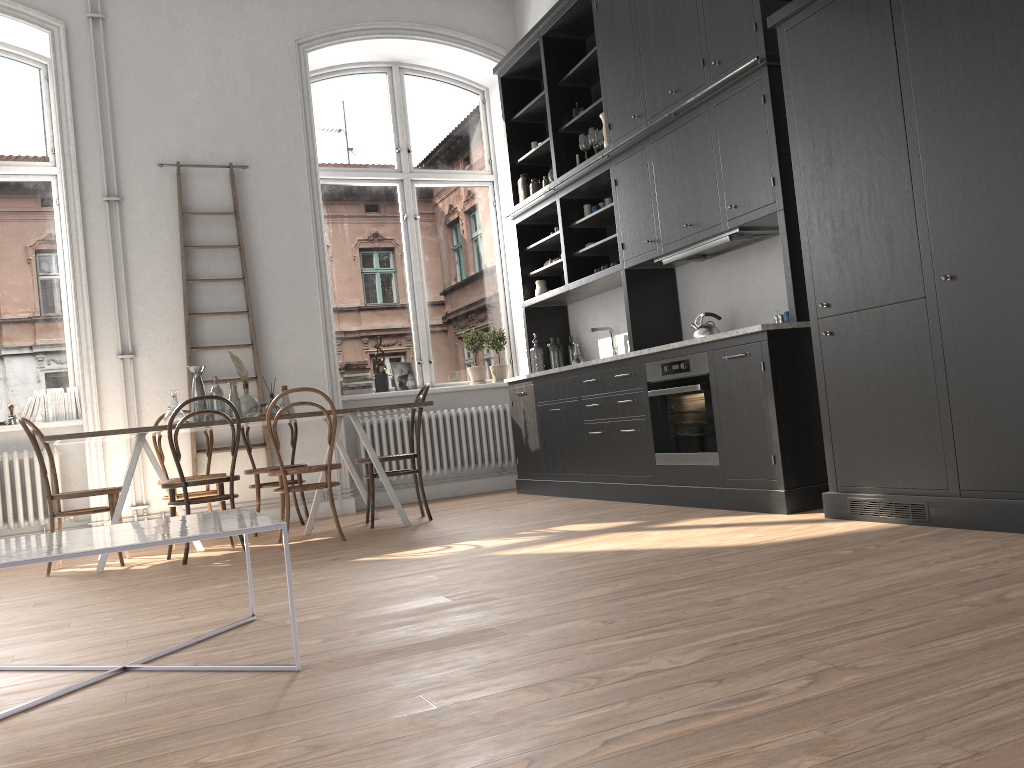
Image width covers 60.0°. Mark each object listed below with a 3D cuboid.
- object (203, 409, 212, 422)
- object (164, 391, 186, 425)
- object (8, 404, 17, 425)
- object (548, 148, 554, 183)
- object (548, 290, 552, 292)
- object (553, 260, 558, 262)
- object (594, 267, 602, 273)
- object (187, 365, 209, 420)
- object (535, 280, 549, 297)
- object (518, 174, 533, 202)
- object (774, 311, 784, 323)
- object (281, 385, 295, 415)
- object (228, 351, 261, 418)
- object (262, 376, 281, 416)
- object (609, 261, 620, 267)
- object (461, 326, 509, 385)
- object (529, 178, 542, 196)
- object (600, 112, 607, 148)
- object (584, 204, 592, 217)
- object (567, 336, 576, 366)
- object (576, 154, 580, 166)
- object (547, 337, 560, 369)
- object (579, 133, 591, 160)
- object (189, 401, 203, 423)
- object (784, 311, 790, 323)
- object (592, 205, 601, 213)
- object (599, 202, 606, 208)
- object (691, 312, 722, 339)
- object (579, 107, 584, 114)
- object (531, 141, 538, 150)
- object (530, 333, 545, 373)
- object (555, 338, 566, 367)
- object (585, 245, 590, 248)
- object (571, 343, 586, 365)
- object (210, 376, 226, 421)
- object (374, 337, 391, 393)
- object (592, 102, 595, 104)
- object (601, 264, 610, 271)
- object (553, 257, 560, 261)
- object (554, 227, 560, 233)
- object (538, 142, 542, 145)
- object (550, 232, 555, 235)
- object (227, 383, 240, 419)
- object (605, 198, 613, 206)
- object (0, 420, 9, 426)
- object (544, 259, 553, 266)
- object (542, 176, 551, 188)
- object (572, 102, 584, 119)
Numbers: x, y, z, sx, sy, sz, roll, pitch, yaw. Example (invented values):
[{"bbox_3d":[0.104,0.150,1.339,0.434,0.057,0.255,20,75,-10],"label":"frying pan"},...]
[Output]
[{"bbox_3d":[-1.904,0.202,5.541,0.058,0.094,0.058,-6,-2,4],"label":"object"},{"bbox_3d":[-2.069,0.152,5.436,0.132,0.219,0.132,-5,-2,-35],"label":"object"},{"bbox_3d":[-3.607,0.222,6.396,0.088,0.153,0.048,-7,-2,36],"label":"object"},{"bbox_3d":[0.335,-1.719,6.841,0.134,0.357,0.134,-7,-2,21],"label":"object"},{"bbox_3d":[0.383,-0.741,7.208,0.180,0.037,0.180,-4,-3,-39],"label":"object"},{"bbox_3d":[0.361,-0.984,7.201,0.056,0.033,0.058,-8,-3,40],"label":"object"},{"bbox_3d":[0.640,-0.814,6.416,0.088,0.059,0.104,-4,-3,-36],"label":"object"},{"bbox_3d":[-2.022,0.077,5.727,0.116,0.383,0.116,-6,-2,-13],"label":"object"},{"bbox_3d":[0.250,-0.778,7.325,0.116,0.144,0.127,-8,-3,44],"label":"object"},{"bbox_3d":[0.122,-1.615,7.353,0.118,0.238,0.118,-4,-3,-39],"label":"object"},{"bbox_3d":[1.516,-0.358,5.027,0.040,0.116,0.080,-5,-2,-19],"label":"object"},{"bbox_3d":[-1.505,0.116,5.904,0.101,0.211,0.101,-7,-2,15],"label":"object"},{"bbox_3d":[-1.699,0.009,5.657,0.156,0.446,0.157,-6,-2,-6],"label":"object"},{"bbox_3d":[-1.569,0.083,5.795,0.106,0.283,0.107,-5,-2,-29],"label":"object"},{"bbox_3d":[0.739,-0.831,6.227,0.104,0.059,0.088,-5,-2,-16],"label":"object"},{"bbox_3d":[-0.238,-0.259,8.005,0.500,0.524,0.234,-4,-2,-35],"label":"object"},{"bbox_3d":[0.202,-1.587,7.229,0.114,0.155,0.114,-5,-2,-21],"label":"object"},{"bbox_3d":[0.664,-1.737,6.126,0.094,0.267,0.116,-7,-2,18],"label":"object"},{"bbox_3d":[0.581,-1.280,6.689,0.059,0.135,0.082,-7,-2,34],"label":"object"},{"bbox_3d":[0.499,-0.249,7.342,0.086,0.301,0.086,-7,-2,21],"label":"object"},{"bbox_3d":[0.498,-1.645,6.647,0.123,0.161,0.123,-5,-2,-16],"label":"object"},{"bbox_3d":[0.343,-0.234,7.301,0.086,0.301,0.086,-4,-2,-39],"label":"object"},{"bbox_3d":[0.532,-1.689,6.401,0.083,0.221,0.083,-6,-2,7],"label":"object"},{"bbox_3d":[-2.001,0.183,5.604,0.083,0.158,0.083,-5,-2,-29],"label":"object"},{"bbox_3d":[1.544,-0.355,4.914,0.140,0.093,0.082,-4,-3,-34],"label":"object"},{"bbox_3d":[0.626,-1.268,6.581,0.082,0.093,0.140,-7,-3,31],"label":"object"},{"bbox_3d":[0.679,-1.292,6.675,0.082,0.135,0.059,-6,-2,4],"label":"object"},{"bbox_3d":[1.196,-0.349,5.466,0.171,0.186,0.171,-5,-2,-13],"label":"object"},{"bbox_3d":[0.531,-2.008,6.630,0.053,0.125,0.041,-7,-2,33],"label":"object"},{"bbox_3d":[0.197,-1.947,7.414,0.059,0.135,0.082,-6,-2,4],"label":"object"},{"bbox_3d":[0.206,-0.246,7.312,0.109,0.349,0.109,-4,-3,-43],"label":"object"},{"bbox_3d":[0.398,-0.236,7.412,0.086,0.301,0.086,-6,-2,-10],"label":"object"},{"bbox_3d":[-2.078,0.144,5.996,5.825,1.842,0.792,-5,-2,-19],"label":"object"},{"bbox_3d":[0.536,-0.219,7.217,0.132,0.219,0.120,-5,-2,-24],"label":"object"},{"bbox_3d":[-1.883,0.101,5.664,0.086,0.301,0.086,-4,-2,-39],"label":"object"},{"bbox_3d":[-1.129,-0.165,7.597,0.122,0.488,0.102,-6,-2,0],"label":"object"},{"bbox_3d":[0.628,-2.042,6.707,0.065,0.177,0.084,-6,-2,-2],"label":"object"},{"bbox_3d":[0.679,-0.822,6.310,0.104,0.059,0.088,-8,-3,44],"label":"object"},{"bbox_3d":[0.359,-1.004,7.202,0.055,0.047,0.058,-6,-2,-9],"label":"object"},{"bbox_3d":[0.372,-1.209,7.065,0.064,0.069,0.064,-7,-2,23],"label":"object"},{"bbox_3d":[0.264,-1.938,7.326,0.096,0.095,0.096,-6,-2,10],"label":"object"},{"bbox_3d":[0.345,-1.192,7.142,0.071,0.047,0.071,-7,-2,13],"label":"object"},{"bbox_3d":[-1.807,0.121,5.776,0.100,0.255,0.098,-8,-3,42],"label":"object"},{"bbox_3d":[0.730,-1.302,6.545,0.059,0.135,0.082,-4,-3,-41],"label":"object"},{"bbox_3d":[-3.702,0.285,6.410,0.088,0.048,0.153,-7,-2,15],"label":"object"},{"bbox_3d":[0.321,-0.989,7.357,0.140,0.100,0.125,-4,-3,-43],"label":"object"},{"bbox_3d":[0.293,-1.597,7.159,0.096,0.150,0.097,-5,-3,-36],"label":"object"},{"bbox_3d":[0.501,-2.040,6.717,0.084,0.199,0.065,-6,-2,-2],"label":"object"}]
